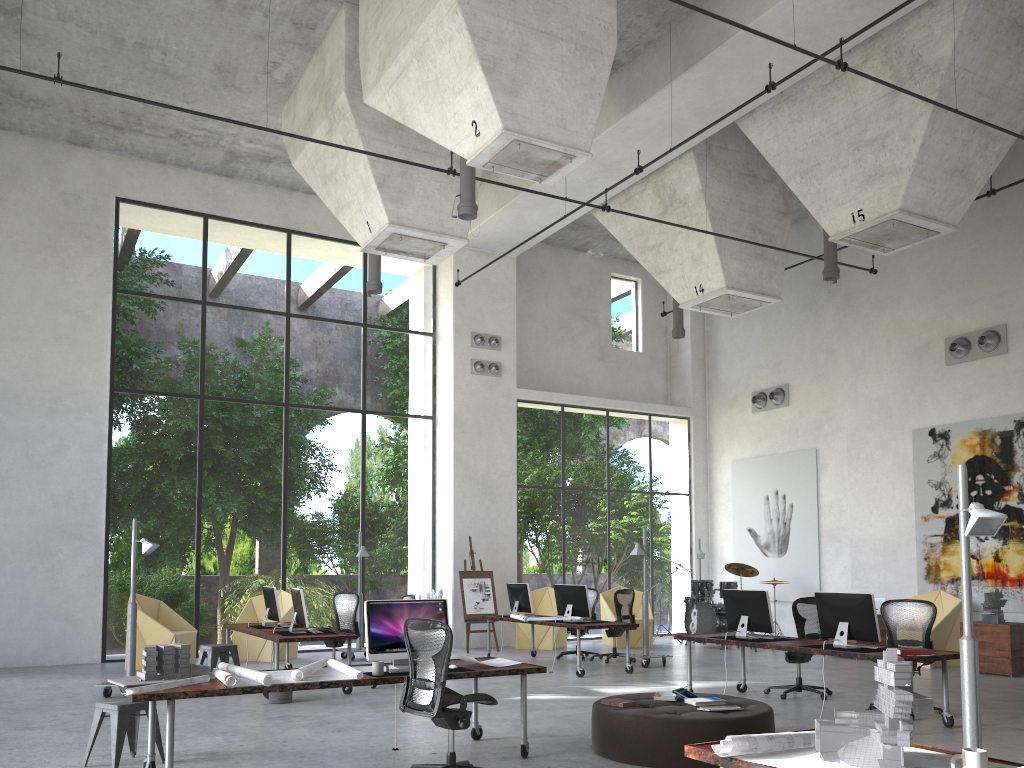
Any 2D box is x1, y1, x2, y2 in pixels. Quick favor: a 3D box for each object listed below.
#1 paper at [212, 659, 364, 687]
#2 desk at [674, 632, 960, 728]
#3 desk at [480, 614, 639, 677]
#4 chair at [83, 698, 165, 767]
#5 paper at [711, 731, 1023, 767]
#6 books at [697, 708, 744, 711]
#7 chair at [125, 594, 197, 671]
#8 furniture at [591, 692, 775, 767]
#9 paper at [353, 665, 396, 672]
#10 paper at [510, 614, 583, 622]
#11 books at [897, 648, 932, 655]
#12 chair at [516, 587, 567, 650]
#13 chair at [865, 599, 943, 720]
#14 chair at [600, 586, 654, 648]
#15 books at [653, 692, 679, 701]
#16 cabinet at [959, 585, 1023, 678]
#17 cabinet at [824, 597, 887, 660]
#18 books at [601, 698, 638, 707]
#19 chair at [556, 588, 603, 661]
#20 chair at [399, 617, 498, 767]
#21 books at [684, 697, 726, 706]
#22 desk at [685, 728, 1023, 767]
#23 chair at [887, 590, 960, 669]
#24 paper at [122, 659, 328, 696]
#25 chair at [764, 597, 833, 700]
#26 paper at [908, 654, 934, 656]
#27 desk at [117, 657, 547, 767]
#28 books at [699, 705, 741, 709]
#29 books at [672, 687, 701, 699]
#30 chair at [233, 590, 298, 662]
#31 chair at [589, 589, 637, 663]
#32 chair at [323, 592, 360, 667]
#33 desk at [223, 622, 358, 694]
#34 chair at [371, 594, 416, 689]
[{"bbox_3d":[-1.692,2.154,6.579,1.080,0.104,0.989,6,-13,-29],"label":"paper"},{"bbox_3d":[3.107,3.117,9.335,0.977,0.714,3.173,5,-12,-29],"label":"desk"},{"bbox_3d":[0.656,4.038,13.707,0.977,0.714,3.173,5,-12,-29],"label":"desk"},{"bbox_3d":[-3.028,2.732,6.879,0.422,0.483,0.442,-5,-9,33],"label":"chair"},{"bbox_3d":[1.536,1.519,3.577,0.981,0.104,1.089,8,-14,-34],"label":"paper"},{"bbox_3d":[1.667,2.601,7.034,0.300,0.031,0.223,3,-12,-14],"label":"books"},{"bbox_3d":[-5.497,3.830,13.661,0.934,1.155,0.995,-1,-7,6],"label":"chair"},{"bbox_3d":[1.426,2.889,7.388,1.513,0.423,1.530,6,-13,-27],"label":"furniture"},{"bbox_3d":[-1.051,2.297,7.090,0.485,0.001,0.436,4,-12,-19],"label":"paper"},{"bbox_3d":[0.540,3.684,13.934,1.077,0.104,0.992,4,-12,-19],"label":"paper"},{"bbox_3d":[3.700,2.476,8.133,0.285,0.051,0.206,-1,-11,3],"label":"books"},{"bbox_3d":[0.561,4.481,16.851,0.981,1.155,0.947,-3,-8,19],"label":"chair"},{"bbox_3d":[4.101,2.849,9.173,0.773,1.171,0.801,-4,-7,29],"label":"chair"},{"bbox_3d":[2.257,4.545,17.181,0.979,1.155,0.948,1,-7,-10],"label":"chair"},{"bbox_3d":[1.341,2.714,7.635,0.198,0.034,0.289,-4,-12,16],"label":"books"},{"bbox_3d":[6.952,3.521,12.593,0.596,1.240,0.751,3,-7,-29],"label":"cabinet"},{"bbox_3d":[5.792,4.130,14.919,0.746,1.001,0.743,4,-8,-29],"label":"cabinet"},{"bbox_3d":[0.896,2.659,7.333,0.176,0.032,0.257,9,-15,-37],"label":"books"},{"bbox_3d":[1.151,4.049,14.876,0.771,1.171,0.804,-1,-7,9],"label":"chair"},{"bbox_3d":[-0.464,2.264,6.318,0.774,1.171,0.800,-5,-8,34],"label":"chair"},{"bbox_3d":[1.614,2.651,7.336,0.285,0.033,0.201,3,-12,-16],"label":"books"},{"bbox_3d":[1.958,1.762,2.840,0.977,0.714,3.173,5,-12,-29],"label":"desk"},{"bbox_3d":[6.464,3.816,13.746,0.938,1.155,0.991,4,-8,-31],"label":"chair"},{"bbox_3d":[-1.913,2.140,6.490,0.892,0.102,1.965,-2,-12,9],"label":"paper"},{"bbox_3d":[3.398,3.123,10.474,0.798,1.171,0.776,-7,-9,44],"label":"chair"},{"bbox_3d":[3.738,2.507,8.156,0.290,0.001,0.214,2,-12,-12],"label":"paper"},{"bbox_3d":[-1.314,2.599,6.801,3.141,0.715,0.987,6,-11,-29],"label":"desk"},{"bbox_3d":[1.669,2.599,7.061,0.301,0.039,0.224,-1,-12,5],"label":"books"},{"bbox_3d":[1.506,2.685,7.579,0.145,0.101,0.206,9,-14,-43],"label":"books"},{"bbox_3d":[-4.148,4.078,14.865,0.980,1.155,0.947,-2,-7,16],"label":"chair"},{"bbox_3d":[1.671,3.954,14.427,0.794,1.171,0.779,-3,-7,24],"label":"chair"},{"bbox_3d":[-2.556,3.620,12.774,0.772,1.171,0.802,-3,-7,24],"label":"chair"},{"bbox_3d":[-3.043,3.625,11.685,0.967,0.714,3.174,5,-12,-29],"label":"desk"},{"bbox_3d":[-1.544,3.357,11.531,0.797,1.171,0.777,5,-9,-40],"label":"chair"}]
